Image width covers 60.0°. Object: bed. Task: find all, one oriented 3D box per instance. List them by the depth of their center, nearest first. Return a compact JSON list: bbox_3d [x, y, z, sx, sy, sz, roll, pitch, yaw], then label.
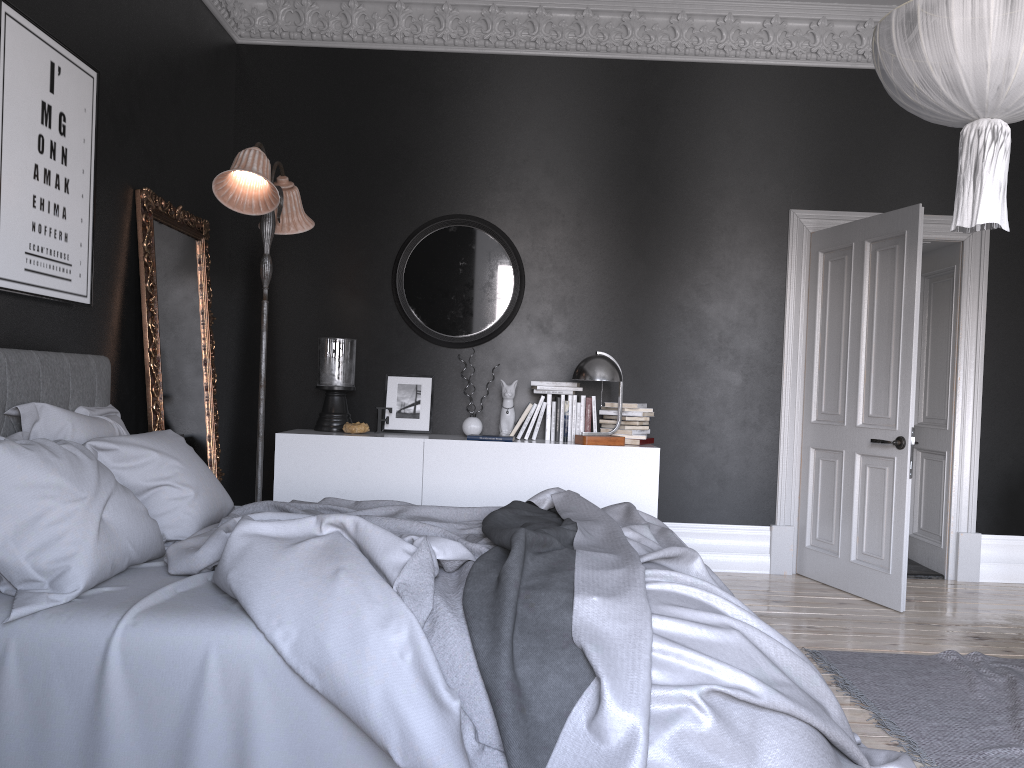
[{"bbox_3d":[-0.405,0.574,3.117,3.284,1.298,2.764,2,0,-12],"label":"bed"}]

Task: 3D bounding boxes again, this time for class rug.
[{"bbox_3d":[3.171,1.344,3.286,3.644,0.050,2.105,2,0,0],"label":"rug"}]

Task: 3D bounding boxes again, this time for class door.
[{"bbox_3d":[2.203,0.140,5.673,0.216,2.375,1.097,2,1,-13],"label":"door"}]

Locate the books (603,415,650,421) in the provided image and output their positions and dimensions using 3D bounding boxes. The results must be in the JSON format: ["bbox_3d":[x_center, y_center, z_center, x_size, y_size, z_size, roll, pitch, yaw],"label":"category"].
[{"bbox_3d":[0.762,0.225,5.924,0.193,0.030,0.289,2,0,-26],"label":"books"}]

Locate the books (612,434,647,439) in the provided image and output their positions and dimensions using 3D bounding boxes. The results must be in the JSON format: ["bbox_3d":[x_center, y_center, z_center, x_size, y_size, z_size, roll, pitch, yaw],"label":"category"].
[{"bbox_3d":[0.783,0.344,5.910,0.228,0.025,0.319,2,0,10],"label":"books"}]

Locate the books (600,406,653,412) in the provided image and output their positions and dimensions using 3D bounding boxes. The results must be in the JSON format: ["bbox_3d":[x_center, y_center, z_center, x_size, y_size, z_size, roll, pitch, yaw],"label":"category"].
[{"bbox_3d":[0.766,0.168,5.948,0.220,0.024,0.307,2,0,-25],"label":"books"}]

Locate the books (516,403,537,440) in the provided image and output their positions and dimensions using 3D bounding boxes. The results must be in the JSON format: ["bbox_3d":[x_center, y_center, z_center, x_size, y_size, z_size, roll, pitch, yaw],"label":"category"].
[{"bbox_3d":[0.099,0.246,5.933,0.132,0.245,0.195,2,1,0],"label":"books"}]

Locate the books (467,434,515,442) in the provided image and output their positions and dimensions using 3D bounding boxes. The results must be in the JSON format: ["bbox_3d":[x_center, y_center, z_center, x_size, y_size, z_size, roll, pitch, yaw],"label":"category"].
[{"bbox_3d":[-0.129,0.343,5.631,0.289,0.030,0.193,2,0,6],"label":"books"}]

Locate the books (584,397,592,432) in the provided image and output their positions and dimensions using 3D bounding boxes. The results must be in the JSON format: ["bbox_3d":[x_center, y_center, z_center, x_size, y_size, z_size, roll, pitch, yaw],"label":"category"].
[{"bbox_3d":[0.500,0.237,5.934,0.038,0.295,0.235,2,1,0],"label":"books"}]

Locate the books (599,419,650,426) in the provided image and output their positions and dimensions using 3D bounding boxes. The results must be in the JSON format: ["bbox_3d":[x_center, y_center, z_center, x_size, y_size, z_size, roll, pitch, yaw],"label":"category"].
[{"bbox_3d":[0.749,0.254,5.934,0.289,0.030,0.193,2,0,31],"label":"books"}]

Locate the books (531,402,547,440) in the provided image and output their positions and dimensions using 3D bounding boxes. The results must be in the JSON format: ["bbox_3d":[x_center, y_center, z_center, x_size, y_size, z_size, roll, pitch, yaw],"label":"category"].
[{"bbox_3d":[0.180,0.243,5.933,0.091,0.256,0.195,2,1,0],"label":"books"}]

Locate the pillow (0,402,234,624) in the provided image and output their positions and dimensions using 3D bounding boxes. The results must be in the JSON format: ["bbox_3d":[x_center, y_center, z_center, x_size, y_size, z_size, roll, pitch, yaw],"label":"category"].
[{"bbox_3d":[-1.509,0.345,3.169,0.680,0.760,1.830,2,0,0],"label":"pillow"}]

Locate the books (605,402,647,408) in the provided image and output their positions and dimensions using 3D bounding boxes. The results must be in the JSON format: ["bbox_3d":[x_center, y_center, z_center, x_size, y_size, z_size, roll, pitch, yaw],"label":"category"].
[{"bbox_3d":[0.760,0.141,5.908,0.220,0.030,0.306,2,0,20],"label":"books"}]

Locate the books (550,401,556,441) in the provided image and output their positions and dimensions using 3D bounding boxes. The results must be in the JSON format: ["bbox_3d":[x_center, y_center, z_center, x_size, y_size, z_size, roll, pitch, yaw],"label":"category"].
[{"bbox_3d":[0.273,0.246,5.933,0.026,0.259,0.195,2,1,0],"label":"books"}]

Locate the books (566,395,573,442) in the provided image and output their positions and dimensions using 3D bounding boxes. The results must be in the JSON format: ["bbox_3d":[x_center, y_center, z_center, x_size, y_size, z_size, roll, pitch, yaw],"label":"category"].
[{"bbox_3d":[0.381,0.227,5.959,0.030,0.307,0.221,2,1,0],"label":"books"}]

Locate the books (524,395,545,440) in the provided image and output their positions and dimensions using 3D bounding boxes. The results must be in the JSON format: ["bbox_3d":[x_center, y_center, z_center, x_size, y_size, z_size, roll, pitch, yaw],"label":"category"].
[{"bbox_3d":[0.148,0.222,5.931,0.126,0.296,0.220,2,1,0],"label":"books"}]

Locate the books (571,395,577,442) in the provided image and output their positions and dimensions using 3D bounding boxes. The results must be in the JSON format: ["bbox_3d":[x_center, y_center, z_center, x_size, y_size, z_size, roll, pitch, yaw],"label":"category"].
[{"bbox_3d":[0.408,0.227,5.931,0.024,0.307,0.220,2,1,0],"label":"books"}]

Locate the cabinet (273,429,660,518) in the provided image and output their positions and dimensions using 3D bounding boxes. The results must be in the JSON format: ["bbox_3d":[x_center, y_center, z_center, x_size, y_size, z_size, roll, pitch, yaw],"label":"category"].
[{"bbox_3d":[-0.292,0.794,5.811,2.396,0.882,0.570,2,1,0],"label":"cabinet"}]

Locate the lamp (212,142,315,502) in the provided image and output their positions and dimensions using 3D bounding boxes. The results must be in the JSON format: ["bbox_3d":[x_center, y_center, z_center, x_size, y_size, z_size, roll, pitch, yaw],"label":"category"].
[{"bbox_3d":[-1.328,-0.020,4.718,0.772,2.412,0.986,3,1,33],"label":"lamp"}]

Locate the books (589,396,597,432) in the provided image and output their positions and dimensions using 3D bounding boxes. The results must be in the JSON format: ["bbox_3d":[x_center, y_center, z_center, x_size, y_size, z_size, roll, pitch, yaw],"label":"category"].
[{"bbox_3d":[0.543,0.233,5.932,0.050,0.308,0.220,2,1,0],"label":"books"}]

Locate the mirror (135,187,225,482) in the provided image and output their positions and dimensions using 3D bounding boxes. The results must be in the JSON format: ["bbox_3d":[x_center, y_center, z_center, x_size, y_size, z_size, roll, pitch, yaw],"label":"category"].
[{"bbox_3d":[-1.865,0.075,5.092,0.254,2.192,0.991,2,1,0],"label":"mirror"}]

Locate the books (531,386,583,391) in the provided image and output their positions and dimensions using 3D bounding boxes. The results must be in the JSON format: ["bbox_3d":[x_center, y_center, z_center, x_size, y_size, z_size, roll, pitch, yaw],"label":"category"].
[{"bbox_3d":[0.295,0.029,5.928,0.307,0.024,0.220,2,0,-10],"label":"books"}]

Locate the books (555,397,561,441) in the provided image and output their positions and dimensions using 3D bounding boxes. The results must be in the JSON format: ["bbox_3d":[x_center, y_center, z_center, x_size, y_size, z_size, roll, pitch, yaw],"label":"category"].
[{"bbox_3d":[0.302,0.231,5.908,0.030,0.289,0.193,2,1,0],"label":"books"}]

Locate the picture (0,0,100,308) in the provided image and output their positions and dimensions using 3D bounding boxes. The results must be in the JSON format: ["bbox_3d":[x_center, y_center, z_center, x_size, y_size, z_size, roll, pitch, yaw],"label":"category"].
[{"bbox_3d":[-1.905,-0.889,3.656,0.014,1.079,0.791,2,1,0],"label":"picture"}]

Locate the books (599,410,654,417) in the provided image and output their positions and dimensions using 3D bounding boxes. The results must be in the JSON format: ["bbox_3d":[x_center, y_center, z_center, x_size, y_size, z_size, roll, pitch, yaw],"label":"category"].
[{"bbox_3d":[0.768,0.195,5.928,0.306,0.030,0.220,2,0,30],"label":"books"}]

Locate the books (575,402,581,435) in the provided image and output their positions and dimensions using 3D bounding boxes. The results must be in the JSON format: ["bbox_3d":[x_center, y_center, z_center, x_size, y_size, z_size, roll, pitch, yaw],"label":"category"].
[{"bbox_3d":[0.436,0.252,5.934,0.026,0.259,0.195,2,1,0],"label":"books"}]

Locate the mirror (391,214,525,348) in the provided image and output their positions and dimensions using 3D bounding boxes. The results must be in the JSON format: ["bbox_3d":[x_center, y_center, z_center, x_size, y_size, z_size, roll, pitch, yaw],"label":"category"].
[{"bbox_3d":[-0.370,-0.710,6.124,0.924,0.924,0.061,2,1,0],"label":"mirror"}]

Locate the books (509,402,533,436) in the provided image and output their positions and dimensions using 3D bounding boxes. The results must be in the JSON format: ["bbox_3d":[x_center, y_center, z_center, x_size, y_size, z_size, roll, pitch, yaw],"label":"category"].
[{"bbox_3d":[0.058,0.243,5.902,0.158,0.246,0.203,2,1,0],"label":"books"}]

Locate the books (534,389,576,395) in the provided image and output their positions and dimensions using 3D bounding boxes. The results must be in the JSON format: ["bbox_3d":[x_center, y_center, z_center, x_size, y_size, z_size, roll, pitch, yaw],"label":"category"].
[{"bbox_3d":[0.288,0.054,5.930,0.258,0.026,0.195,2,0,10],"label":"books"}]

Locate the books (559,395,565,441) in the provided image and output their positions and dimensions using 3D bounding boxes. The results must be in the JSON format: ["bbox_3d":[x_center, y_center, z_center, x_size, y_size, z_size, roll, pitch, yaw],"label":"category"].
[{"bbox_3d":[0.330,0.224,5.931,0.024,0.307,0.220,2,1,0],"label":"books"}]

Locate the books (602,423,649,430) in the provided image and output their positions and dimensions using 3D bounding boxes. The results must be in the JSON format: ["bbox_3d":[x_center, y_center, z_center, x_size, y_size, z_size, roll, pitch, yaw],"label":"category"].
[{"bbox_3d":[0.754,0.284,5.927,0.203,0.029,0.268,2,0,-30],"label":"books"}]

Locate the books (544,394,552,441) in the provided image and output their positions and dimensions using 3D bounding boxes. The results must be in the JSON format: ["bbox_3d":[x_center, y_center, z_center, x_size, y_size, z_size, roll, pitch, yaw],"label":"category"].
[{"bbox_3d":[0.241,0.221,5.959,0.030,0.307,0.221,2,1,0],"label":"books"}]

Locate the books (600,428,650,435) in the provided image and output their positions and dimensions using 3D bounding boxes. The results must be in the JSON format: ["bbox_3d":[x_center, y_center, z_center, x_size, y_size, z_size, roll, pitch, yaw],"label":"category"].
[{"bbox_3d":[0.757,0.314,5.918,0.229,0.031,0.318,2,0,30],"label":"books"}]

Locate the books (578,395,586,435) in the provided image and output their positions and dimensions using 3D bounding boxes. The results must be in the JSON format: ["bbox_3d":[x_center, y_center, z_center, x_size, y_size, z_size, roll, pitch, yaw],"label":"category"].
[{"bbox_3d":[0.465,0.230,5.959,0.030,0.307,0.221,2,1,0],"label":"books"}]

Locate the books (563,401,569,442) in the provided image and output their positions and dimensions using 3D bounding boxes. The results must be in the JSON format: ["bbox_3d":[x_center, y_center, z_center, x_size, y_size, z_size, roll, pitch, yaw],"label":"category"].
[{"bbox_3d":[0.355,0.245,5.892,0.029,0.270,0.204,2,1,0],"label":"books"}]

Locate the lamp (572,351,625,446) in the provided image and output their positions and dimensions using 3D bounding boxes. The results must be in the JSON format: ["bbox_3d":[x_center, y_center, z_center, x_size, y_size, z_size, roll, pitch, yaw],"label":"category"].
[{"bbox_3d":[0.546,0.089,5.632,0.340,0.591,0.328,2,1,-20],"label":"lamp"}]

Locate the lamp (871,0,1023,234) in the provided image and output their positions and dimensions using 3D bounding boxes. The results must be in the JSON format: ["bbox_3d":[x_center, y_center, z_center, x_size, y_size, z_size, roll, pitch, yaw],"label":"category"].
[{"bbox_3d":[1.719,-1.567,3.162,0.783,2.049,0.782,3,1,43],"label":"lamp"}]

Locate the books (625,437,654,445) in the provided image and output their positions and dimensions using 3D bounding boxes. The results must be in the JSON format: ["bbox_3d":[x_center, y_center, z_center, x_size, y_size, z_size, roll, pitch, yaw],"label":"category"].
[{"bbox_3d":[0.788,0.375,5.902,0.234,0.038,0.295,2,0,27],"label":"books"}]

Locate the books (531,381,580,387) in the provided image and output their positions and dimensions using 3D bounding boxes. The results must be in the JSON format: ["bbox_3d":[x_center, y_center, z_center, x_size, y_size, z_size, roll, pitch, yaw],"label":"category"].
[{"bbox_3d":[0.295,0.001,5.955,0.306,0.030,0.220,2,0,10],"label":"books"}]
